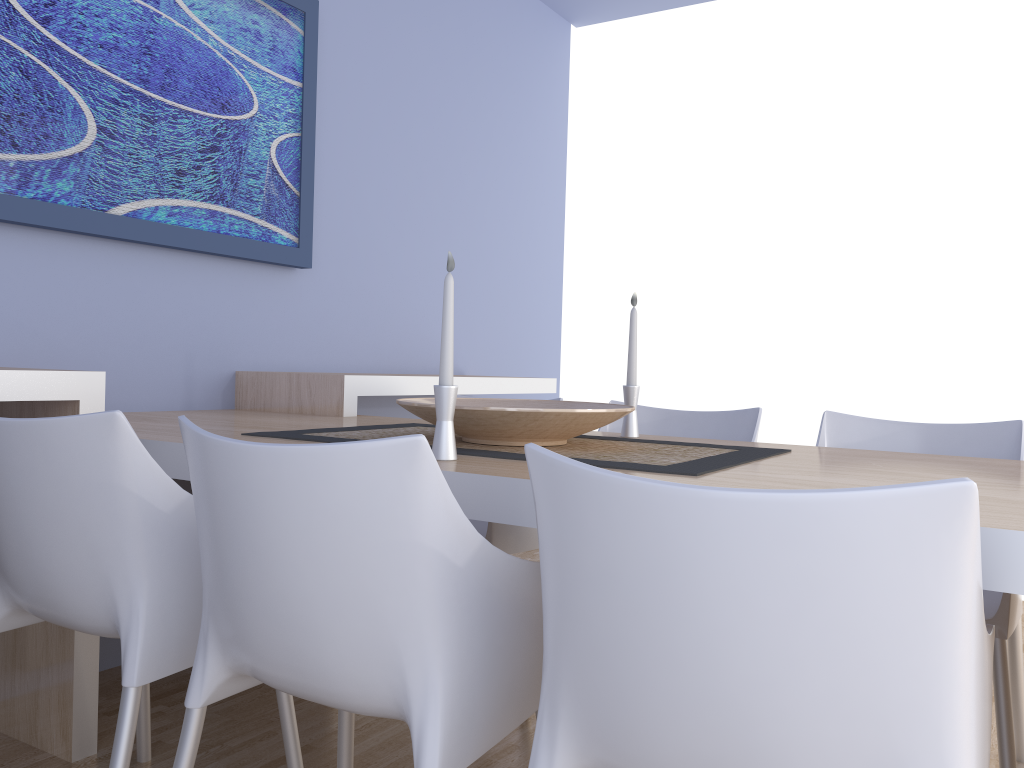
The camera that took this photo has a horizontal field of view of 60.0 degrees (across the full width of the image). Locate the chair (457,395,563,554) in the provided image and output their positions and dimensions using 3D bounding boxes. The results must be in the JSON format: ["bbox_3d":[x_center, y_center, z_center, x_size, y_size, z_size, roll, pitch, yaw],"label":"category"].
[{"bbox_3d":[-0.135,0.429,2.599,0.510,0.793,0.486,2,1,31],"label":"chair"}]

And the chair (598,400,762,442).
[{"bbox_3d":[0.366,0.449,2.293,0.510,0.793,0.486,2,1,32],"label":"chair"}]

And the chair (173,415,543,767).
[{"bbox_3d":[-0.213,0.448,1.303,0.510,0.793,0.486,2,1,31],"label":"chair"}]

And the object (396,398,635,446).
[{"bbox_3d":[0.006,0.079,1.846,0.493,0.081,0.493,1,1,-40],"label":"object"}]

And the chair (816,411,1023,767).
[{"bbox_3d":[0.874,0.470,1.983,0.510,0.793,0.486,2,1,31],"label":"chair"}]

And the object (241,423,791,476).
[{"bbox_3d":[0.009,0.122,1.849,0.986,0.005,0.594,2,1,31],"label":"object"}]

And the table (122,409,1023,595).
[{"bbox_3d":[-0.098,0.479,1.903,2.340,0.718,1.002,2,1,31],"label":"table"}]

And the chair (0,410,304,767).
[{"bbox_3d":[-0.703,0.428,1.602,0.510,0.793,0.486,2,1,31],"label":"chair"}]

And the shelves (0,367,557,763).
[{"bbox_3d":[-1.040,0.385,2.160,0.463,0.840,3.901,2,1,31],"label":"shelves"}]

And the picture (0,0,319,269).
[{"bbox_3d":[-1.011,-0.844,2.475,0.049,0.901,1.252,2,1,31],"label":"picture"}]

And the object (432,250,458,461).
[{"bbox_3d":[-0.108,-0.049,1.476,0.045,0.349,0.045,1,1,-17],"label":"object"}]

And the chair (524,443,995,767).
[{"bbox_3d":[0.277,0.468,1.004,0.510,0.793,0.486,2,1,31],"label":"chair"}]

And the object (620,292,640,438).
[{"bbox_3d":[0.288,-0.048,2.124,0.045,0.349,0.045,2,1,31],"label":"object"}]
